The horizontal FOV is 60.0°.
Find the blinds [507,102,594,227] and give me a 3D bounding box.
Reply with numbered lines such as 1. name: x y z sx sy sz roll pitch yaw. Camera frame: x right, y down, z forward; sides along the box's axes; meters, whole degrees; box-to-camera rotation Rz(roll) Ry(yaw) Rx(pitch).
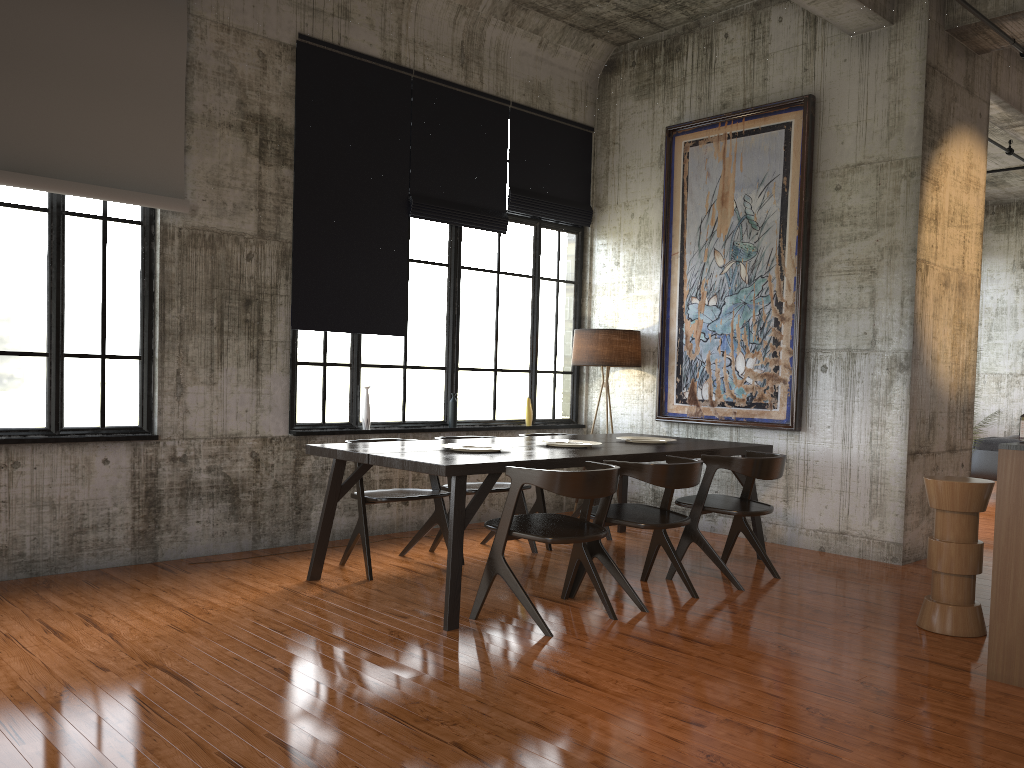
1. blinds: 0.456 -2.387 9.731 1.296 1.143 0.052 0 3 -43

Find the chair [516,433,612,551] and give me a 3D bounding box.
1. chair: 0.456 0.989 8.374 0.878 0.994 0.768 0 2 -44

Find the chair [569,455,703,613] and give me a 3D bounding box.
1. chair: 0.919 1.023 6.287 0.878 0.994 0.768 0 2 -44

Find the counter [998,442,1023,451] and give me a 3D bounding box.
1. counter: 4.583 0.453 5.732 4.362 0.174 1.244 1 1 -43

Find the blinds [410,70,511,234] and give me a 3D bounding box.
1. blinds: -0.488 -2.278 8.851 1.255 1.399 0.051 0 3 -43

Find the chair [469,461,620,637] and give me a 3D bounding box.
1. chair: 0.263 1.009 5.669 0.878 0.994 0.768 0 2 -43

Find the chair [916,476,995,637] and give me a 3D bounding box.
1. chair: 2.842 1.091 5.689 0.409 0.964 0.411 3 2 25

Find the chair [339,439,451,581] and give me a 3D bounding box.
1. chair: -0.934 0.960 7.052 0.878 0.994 0.768 0 2 -44

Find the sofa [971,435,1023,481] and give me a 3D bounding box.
1. sofa: 8.243 1.240 13.592 3.004 0.862 1.361 1 1 -42

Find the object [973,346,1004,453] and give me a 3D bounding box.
1. object: 4.559 0.565 9.748 1.513 2.066 1.886 1 2 -21

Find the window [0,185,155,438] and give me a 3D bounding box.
1. window: -4.323 -1.309 5.442 4.305 3.439 0.050 1 3 -43

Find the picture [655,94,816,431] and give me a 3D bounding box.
1. picture: 2.166 -1.135 8.829 0.142 3.124 1.653 -1 3 -43

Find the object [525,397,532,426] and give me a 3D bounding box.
1. object: 0.186 0.300 9.674 0.073 0.319 0.074 2 2 9

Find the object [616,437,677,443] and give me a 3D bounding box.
1. object: 1.177 0.492 7.767 0.527 0.025 0.526 1 1 -33

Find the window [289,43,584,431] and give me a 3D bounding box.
1. window: -0.558 -1.231 8.992 3.812 3.439 0.050 0 3 -43

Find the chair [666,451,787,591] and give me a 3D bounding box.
1. chair: 1.718 1.040 6.982 0.769 0.994 0.878 3 2 43

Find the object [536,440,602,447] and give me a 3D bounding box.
1. object: 0.457 0.478 7.088 0.527 0.025 0.526 1 1 -33

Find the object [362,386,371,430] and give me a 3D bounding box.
1. object: -1.350 0.222 8.232 0.082 0.411 0.082 2 2 7

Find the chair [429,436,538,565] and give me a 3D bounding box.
1. chair: -0.278 0.974 7.670 0.878 0.994 0.768 0 2 -43

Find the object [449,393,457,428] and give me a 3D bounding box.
1. object: -0.593 0.269 8.942 0.080 0.352 0.080 1 2 -12

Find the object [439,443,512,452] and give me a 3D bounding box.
1. object: -0.263 0.463 6.410 0.527 0.025 0.526 1 1 -33

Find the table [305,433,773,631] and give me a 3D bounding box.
1. table: 0.385 0.992 7.134 3.702 1.007 1.637 1 1 -43

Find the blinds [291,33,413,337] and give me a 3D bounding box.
1. blinds: -1.427 -1.730 8.034 1.215 2.537 0.034 0 3 -43

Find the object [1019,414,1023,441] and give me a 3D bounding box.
1. object: 2.948 0.221 5.082 0.056 0.209 0.056 0 3 -43

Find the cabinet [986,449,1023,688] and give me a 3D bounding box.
1. cabinet: 4.567 1.014 5.756 4.360 1.245 1.243 1 2 -43

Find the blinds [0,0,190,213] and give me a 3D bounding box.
1. blinds: -4.122 -2.244 5.307 4.466 1.778 0.136 1 2 -43

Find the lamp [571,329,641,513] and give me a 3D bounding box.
1. lamp: 0.998 0.453 9.592 0.752 2.059 0.751 0 3 -31
